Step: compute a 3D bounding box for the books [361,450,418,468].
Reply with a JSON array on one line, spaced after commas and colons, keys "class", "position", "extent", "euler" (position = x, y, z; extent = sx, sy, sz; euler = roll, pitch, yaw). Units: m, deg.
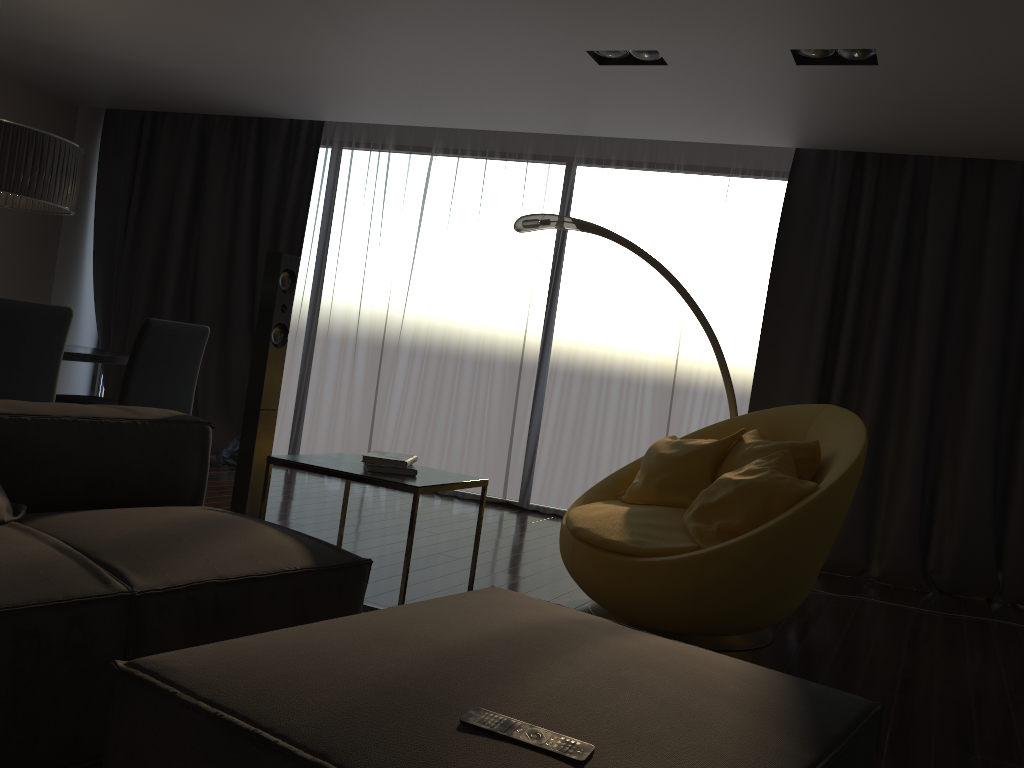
[{"class": "books", "position": [-0.421, 0.259, 3.046], "extent": [0.155, 0.022, 0.205], "euler": [8, 1, 1]}]

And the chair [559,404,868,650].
[{"class": "chair", "position": [0.820, 0.516, 3.773], "extent": [1.158, 1.005, 1.489], "euler": [8, 1, -9]}]

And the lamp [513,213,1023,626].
[{"class": "lamp", "position": [2.019, 0.279, 4.671], "extent": [4.230, 1.779, 0.582], "euler": [8, 0, 1]}]

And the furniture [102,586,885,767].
[{"class": "furniture", "position": [0.030, 0.721, 1.658], "extent": [1.041, 0.440, 1.151], "euler": [9, 1, 34]}]

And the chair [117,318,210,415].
[{"class": "chair", "position": [-1.826, 0.159, 4.112], "extent": [0.550, 0.965, 0.444], "euler": [8, 0, 24]}]

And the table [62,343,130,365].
[{"class": "table", "position": [-2.594, 0.156, 4.034], "extent": [1.001, 0.760, 1.664], "euler": [8, 1, 25]}]

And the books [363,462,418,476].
[{"class": "books", "position": [-0.421, 0.282, 3.031], "extent": [0.168, 0.023, 0.225], "euler": [8, 1, -15]}]

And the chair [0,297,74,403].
[{"class": "chair", "position": [-2.147, 0.125, 3.459], "extent": [0.550, 0.965, 0.444], "euler": [8, 0, 24]}]

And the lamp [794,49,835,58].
[{"class": "lamp", "position": [1.328, -1.476, 3.858], "extent": [0.167, 0.077, 0.186], "euler": [9, 1, 43]}]

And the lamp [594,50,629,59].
[{"class": "lamp", "position": [0.474, -1.602, 4.206], "extent": [0.171, 0.077, 0.182], "euler": [8, 1, 19]}]

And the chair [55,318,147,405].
[{"class": "chair", "position": [-2.189, 0.096, 4.838], "extent": [0.411, 0.965, 0.594], "euler": [8, 0, 25]}]

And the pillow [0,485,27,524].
[{"class": "pillow", "position": [-1.534, 0.124, 1.157], "extent": [1.083, 0.431, 2.048], "euler": [8, 1, -12]}]

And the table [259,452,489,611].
[{"class": "table", "position": [-0.489, 0.568, 3.040], "extent": [0.578, 0.563, 0.468], "euler": [8, 0, 24]}]

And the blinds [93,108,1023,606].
[{"class": "blinds", "position": [0.079, -0.569, 5.983], "extent": [7.300, 2.894, 0.767], "euler": [8, 0, 14]}]

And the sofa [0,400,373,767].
[{"class": "sofa", "position": [-0.923, 0.462, 1.327], "extent": [2.602, 0.704, 2.608], "euler": [9, 1, 34]}]

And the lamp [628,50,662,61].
[{"class": "lamp", "position": [0.634, -1.579, 4.141], "extent": [0.168, 0.077, 0.186], "euler": [9, 1, 36]}]

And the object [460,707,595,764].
[{"class": "object", "position": [0.022, 0.524, 1.315], "extent": [0.200, 0.015, 0.053], "euler": [8, 1, 22]}]

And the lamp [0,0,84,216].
[{"class": "lamp", "position": [-2.393, -1.412, 4.040], "extent": [0.846, 1.103, 0.762], "euler": [8, 0, -42]}]

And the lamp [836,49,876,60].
[{"class": "lamp", "position": [1.487, -1.453, 3.793], "extent": [0.168, 0.077, 0.186], "euler": [9, 1, 36]}]
